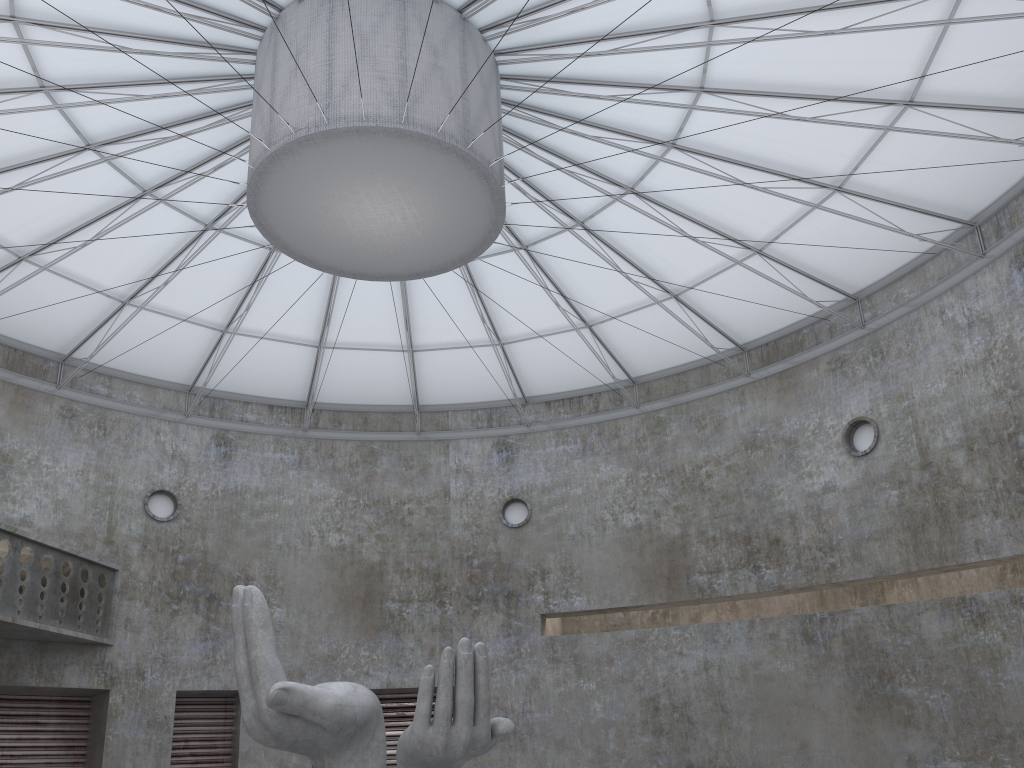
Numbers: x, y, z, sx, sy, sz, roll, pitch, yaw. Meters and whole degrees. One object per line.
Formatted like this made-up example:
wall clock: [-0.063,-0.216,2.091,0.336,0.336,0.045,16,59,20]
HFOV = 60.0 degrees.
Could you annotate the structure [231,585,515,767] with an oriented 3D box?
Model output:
structure: [-0.710,6.908,18.691,10.793,5.615,15.794,11,-27,-29]
